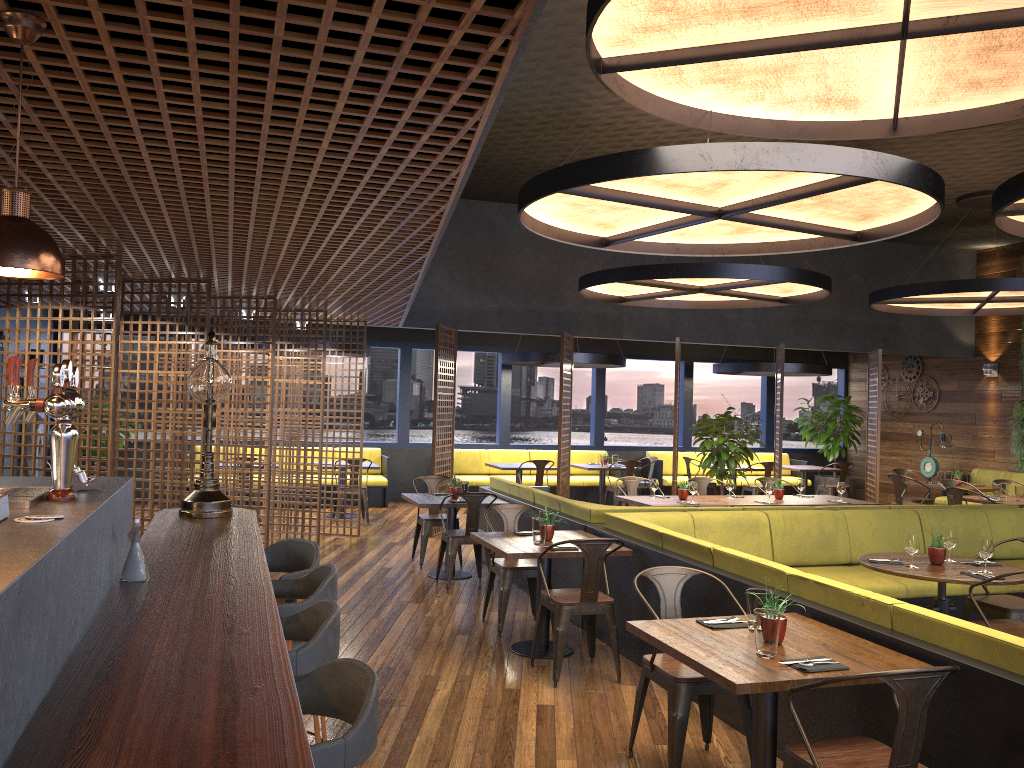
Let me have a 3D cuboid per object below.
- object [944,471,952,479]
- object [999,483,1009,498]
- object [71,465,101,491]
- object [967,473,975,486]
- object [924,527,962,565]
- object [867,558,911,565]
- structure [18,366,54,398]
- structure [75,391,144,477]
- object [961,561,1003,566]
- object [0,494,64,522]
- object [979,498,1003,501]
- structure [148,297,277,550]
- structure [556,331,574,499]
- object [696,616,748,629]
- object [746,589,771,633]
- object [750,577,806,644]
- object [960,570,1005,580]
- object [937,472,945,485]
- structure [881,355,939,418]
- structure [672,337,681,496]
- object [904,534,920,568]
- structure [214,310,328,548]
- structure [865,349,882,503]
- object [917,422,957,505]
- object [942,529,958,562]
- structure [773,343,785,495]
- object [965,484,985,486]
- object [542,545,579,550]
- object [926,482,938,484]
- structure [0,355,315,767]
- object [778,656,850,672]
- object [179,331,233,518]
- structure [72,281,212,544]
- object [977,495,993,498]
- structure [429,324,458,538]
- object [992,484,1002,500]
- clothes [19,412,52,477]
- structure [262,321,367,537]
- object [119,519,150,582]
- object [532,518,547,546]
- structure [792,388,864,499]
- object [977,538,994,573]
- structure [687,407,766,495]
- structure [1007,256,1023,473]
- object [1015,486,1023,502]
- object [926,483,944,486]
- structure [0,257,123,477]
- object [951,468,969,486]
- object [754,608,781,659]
[{"bbox_3d":[6.136,1.321,12.474,0.102,0.178,0.102,1,-1,18],"label":"object"},{"bbox_3d":[5.879,1.274,10.599,0.102,0.178,0.102,2,-1,-32],"label":"object"},{"bbox_3d":[-1.449,0.302,2.961,0.091,0.091,0.177,3,-2,-43],"label":"object"},{"bbox_3d":[6.346,1.323,12.273,0.102,0.178,0.102,1,-1,18],"label":"object"},{"bbox_3d":[2.757,1.034,5.759,0.238,0.271,0.260,2,-1,4],"label":"object"},{"bbox_3d":[2.461,1.155,5.791,0.255,0.019,0.157,1,-1,15],"label":"object"},{"bbox_3d":[-6.255,0.024,11.709,0.293,0.563,1.220,2,-1,-18],"label":"structure"},{"bbox_3d":[-6.076,0.947,13.069,0.993,1.763,1.166,1,-2,43],"label":"structure"},{"bbox_3d":[3.061,1.173,5.819,0.255,0.019,0.157,2,-1,-15],"label":"object"},{"bbox_3d":[-1.133,0.282,1.909,0.200,0.106,0.766,2,-1,-18],"label":"object"},{"bbox_3d":[5.534,1.337,10.276,0.157,0.019,0.255,2,-1,-18],"label":"object"},{"bbox_3d":[-3.026,0.480,8.920,1.319,2.700,0.050,1,-1,12],"label":"structure"},{"bbox_3d":[0.725,0.658,12.151,0.050,2.700,0.852,1,-1,12],"label":"structure"},{"bbox_3d":[0.971,1.070,3.993,0.255,0.019,0.157,2,-1,-18],"label":"object"},{"bbox_3d":[1.070,0.991,3.859,0.102,0.178,0.102,2,-1,-32],"label":"object"},{"bbox_3d":[1.081,0.941,3.688,0.238,0.271,0.260,2,-1,4],"label":"object"},{"bbox_3d":[2.846,1.158,5.396,0.157,0.019,0.255,2,-1,-11],"label":"object"},{"bbox_3d":[5.966,1.313,12.338,0.102,0.178,0.102,2,-1,-32],"label":"object"},{"bbox_3d":[7.173,0.034,16.354,0.058,1.178,1.791,2,-1,-18],"label":"structure"},{"bbox_3d":[2.343,0.717,12.668,0.050,2.700,0.852,1,-1,12],"label":"structure"},{"bbox_3d":[2.541,1.060,5.637,0.097,0.206,0.097,1,-1,24],"label":"object"},{"bbox_3d":[-2.771,0.512,10.096,1.319,2.700,0.050,1,-1,12],"label":"structure"},{"bbox_3d":[5.580,0.834,13.704,0.050,2.700,0.852,1,-1,12],"label":"structure"},{"bbox_3d":[7.174,1.451,14.990,0.459,1.615,0.848,2,-1,-18],"label":"object"},{"bbox_3d":[2.919,1.077,5.918,0.097,0.206,0.097,1,-1,21],"label":"object"},{"bbox_3d":[3.961,0.775,13.186,0.050,2.700,0.852,1,-1,12],"label":"structure"},{"bbox_3d":[6.479,1.409,12.368,0.157,0.019,0.255,2,-1,-18],"label":"object"},{"bbox_3d":[0.311,1.092,5.946,0.255,0.019,0.157,2,-1,-18],"label":"object"},{"bbox_3d":[6.037,1.401,12.608,0.255,0.019,0.157,2,-1,-18],"label":"object"},{"bbox_3d":[-1.312,0.346,0.165,2.700,2.700,9.298,2,-1,-18],"label":"structure"},{"bbox_3d":[1.135,1.062,3.375,0.255,0.019,0.157,2,-1,-18],"label":"object"},{"bbox_3d":[-1.560,0.207,4.580,0.263,0.944,0.566,2,-1,-25],"label":"object"},{"bbox_3d":[-3.281,0.447,7.744,1.319,2.700,0.050,1,-1,12],"label":"structure"},{"bbox_3d":[5.757,1.352,10.688,0.157,0.019,0.255,2,-1,-18],"label":"object"},{"bbox_3d":[-0.893,0.599,11.633,0.050,2.700,0.852,1,-1,12],"label":"structure"},{"bbox_3d":[5.672,1.263,10.375,0.102,0.178,0.102,2,-1,-32],"label":"object"},{"bbox_3d":[-6.252,1.044,11.678,0.401,1.494,0.423,2,-1,-22],"label":"clothes"},{"bbox_3d":[-2.516,0.544,11.272,1.319,2.700,0.050,1,-1,12],"label":"structure"},{"bbox_3d":[-1.265,0.552,2.964,0.114,0.203,0.069,1,-1,17],"label":"object"},{"bbox_3d":[0.187,1.011,6.059,0.102,0.178,0.102,2,-1,-32],"label":"object"},{"bbox_3d":[6.125,1.175,16.890,1.493,2.184,1.272,2,-1,-18],"label":"structure"},{"bbox_3d":[2.956,1.070,5.535,0.097,0.206,0.097,2,-1,7],"label":"object"},{"bbox_3d":[2.867,1.191,12.147,0.993,1.763,1.166,1,-2,43],"label":"structure"},{"bbox_3d":[9.271,-0.090,9.655,0.918,4.593,9.182,2,-1,-19],"label":"structure"},{"bbox_3d":[5.859,1.266,10.236,0.102,0.178,0.102,1,-1,18],"label":"object"},{"bbox_3d":[5.828,1.387,12.240,0.157,0.019,0.255,2,-1,-18],"label":"object"},{"bbox_3d":[-3.535,0.415,6.568,1.319,2.700,0.050,1,-1,12],"label":"structure"},{"bbox_3d":[6.169,1.272,12.282,0.238,0.271,0.260,2,-1,4],"label":"object"},{"bbox_3d":[0.998,0.980,3.478,0.102,0.178,0.102,1,-1,18],"label":"object"}]
